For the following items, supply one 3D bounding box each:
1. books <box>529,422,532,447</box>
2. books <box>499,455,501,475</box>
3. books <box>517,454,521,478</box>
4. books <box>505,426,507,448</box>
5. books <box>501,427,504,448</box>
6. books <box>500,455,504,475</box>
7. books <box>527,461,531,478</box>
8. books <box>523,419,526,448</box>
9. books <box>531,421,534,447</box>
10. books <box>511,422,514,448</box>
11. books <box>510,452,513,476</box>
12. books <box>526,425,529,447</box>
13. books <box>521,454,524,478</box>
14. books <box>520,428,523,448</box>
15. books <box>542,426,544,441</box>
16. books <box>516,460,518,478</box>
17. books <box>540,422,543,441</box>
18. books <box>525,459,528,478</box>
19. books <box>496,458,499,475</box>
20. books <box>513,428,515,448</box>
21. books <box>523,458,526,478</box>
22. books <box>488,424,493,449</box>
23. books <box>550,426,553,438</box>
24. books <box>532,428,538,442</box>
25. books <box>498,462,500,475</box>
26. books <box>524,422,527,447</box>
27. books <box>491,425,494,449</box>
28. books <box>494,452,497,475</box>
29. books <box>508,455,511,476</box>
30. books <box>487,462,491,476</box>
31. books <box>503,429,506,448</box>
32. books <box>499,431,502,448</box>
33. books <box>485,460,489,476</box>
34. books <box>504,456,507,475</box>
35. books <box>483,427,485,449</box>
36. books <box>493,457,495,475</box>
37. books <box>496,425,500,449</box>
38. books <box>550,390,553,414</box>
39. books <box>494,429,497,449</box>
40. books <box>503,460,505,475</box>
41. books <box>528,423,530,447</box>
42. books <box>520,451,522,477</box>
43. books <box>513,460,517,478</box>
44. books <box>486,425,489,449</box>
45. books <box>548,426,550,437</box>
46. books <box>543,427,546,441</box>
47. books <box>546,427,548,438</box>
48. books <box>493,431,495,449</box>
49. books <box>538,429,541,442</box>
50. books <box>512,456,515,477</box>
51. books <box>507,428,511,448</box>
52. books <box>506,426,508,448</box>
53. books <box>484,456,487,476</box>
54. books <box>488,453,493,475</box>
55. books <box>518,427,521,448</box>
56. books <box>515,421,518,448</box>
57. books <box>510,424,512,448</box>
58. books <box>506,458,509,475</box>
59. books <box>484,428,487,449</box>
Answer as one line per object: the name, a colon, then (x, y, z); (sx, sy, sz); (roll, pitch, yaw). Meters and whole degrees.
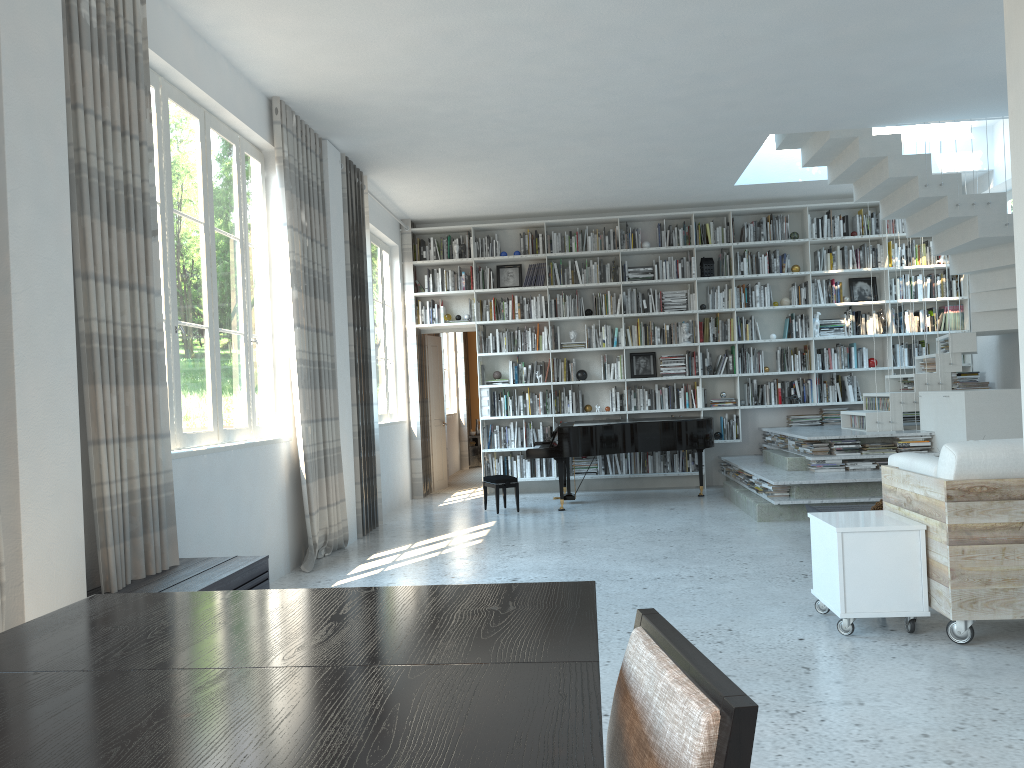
books: (0.222, 0.589, 10.350); (0.022, 0.290, 0.137); (-3, 0, 5)
books: (-0.131, 0.970, 10.363); (0.013, 0.261, 0.174); (-3, 0, 5)
books: (0.086, 0.958, 10.351); (0.031, 0.266, 0.186); (-3, 0, 5)
books: (-0.062, 0.619, 10.359); (0.013, 0.257, 0.189); (-3, 0, 5)
books: (-0.104, 0.625, 10.394); (0.022, 0.248, 0.133); (-3, 0, 5)
books: (-0.113, 0.967, 10.367); (0.023, 0.266, 0.177); (-3, 0, 5)
books: (0.206, 0.991, 10.333); (0.031, 0.188, 0.190); (-3, -1, 5)
books: (0.149, 0.575, 10.340); (0.014, 0.325, 0.170); (-3, 0, 5)
books: (0.239, 0.583, 10.344); (0.013, 0.301, 0.172); (-3, 0, 5)
books: (0.009, 0.594, 10.373); (0.027, 0.299, 0.142); (-3, 0, 5)
books: (-0.003, 0.944, 10.358); (0.013, 0.300, 0.183); (-3, 0, 5)
books: (0.185, 0.609, 10.363); (0.029, 0.254, 0.153); (-3, 0, 5)
books: (0.127, 0.956, 10.347); (0.025, 0.266, 0.159); (-3, 0, 5)
books: (0.119, 0.627, 10.363); (0.028, 0.225, 0.134); (-3, 0, 5)
books: (0.364, 0.608, 10.319); (0.011, 0.239, 0.174); (-3, 0, 5)
books: (0.067, 0.986, 10.378); (0.014, 0.211, 0.146); (-3, 0, 5)
books: (0.347, 0.585, 10.347); (0.025, 0.288, 0.130); (-3, 0, 5)
books: (0.176, 0.983, 10.342); (0.028, 0.206, 0.171); (-3, 0, 5)
books: (-0.168, 0.989, 10.378); (0.022, 0.226, 0.154); (-3, 0, 5)
books: (0.030, 0.627, 10.374); (0.012, 0.232, 0.148); (-3, 0, 5)
books: (0.151, 0.979, 10.345); (0.021, 0.218, 0.190); (-3, 0, 5)
books: (-0.255, 0.614, 10.376); (0.052, 0.283, 0.172); (-3, 0, 5)
books: (0.465, 0.608, 10.330); (0.030, 0.230, 0.151); (-3, 0, 5)
books: (0.277, 0.624, 10.343); (0.059, 0.216, 0.177); (-3, 0, 5)
books: (-0.145, 1.008, 10.383); (0.022, 0.186, 0.145); (-3, 0, 5)
books: (0.163, 0.589, 10.347); (0.012, 0.295, 0.176); (-3, 0, 5)
books: (-0.222, 0.618, 10.393); (0.010, 0.273, 0.150); (-3, 0, 5)
books: (-0.186, 0.944, 10.385); (0.011, 0.318, 0.157); (-3, 0, 5)
books: (-0.021, 0.967, 10.374); (0.027, 0.256, 0.160); (-3, 0, 5)
books: (-0.266, 1.011, 10.372); (0.029, 0.190, 0.176); (-3, 0, 5)
books: (-0.082, 0.636, 10.358); (0.028, 0.223, 0.189); (-3, 0, 5)
books: (-0.126, 0.650, 10.392); (0.025, 0.200, 0.137); (-3, 0, 5)
books: (-0.290, 1.000, 10.401); (0.023, 0.216, 0.158); (-3, 0, 5)
books: (-0.067, 0.972, 10.383); (0.022, 0.252, 0.139); (-3, 0, 5)
books: (-0.324, 0.632, 10.403); (0.012, 0.254, 0.161); (-3, 0, 5)
books: (-0.202, 0.981, 10.389); (0.024, 0.246, 0.143); (-3, 0, 5)
books: (-0.157, 0.618, 10.373); (0.029, 0.266, 0.171); (-3, 0, 5)
books: (0.468, 0.210, 10.341); (0.024, 0.280, 0.136); (-3, 0, 5)
books: (-0.182, 0.642, 10.369); (0.022, 0.220, 0.187); (-3, 0, 5)
books: (-0.088, 0.996, 10.381); (0.022, 0.205, 0.158); (-3, 0, 5)
books: (0.206, 0.593, 10.364); (0.013, 0.284, 0.139); (-3, 0, 5)
books: (0.109, 0.938, 10.367); (0.014, 0.304, 0.139); (-3, 0, 5)
books: (0.043, 0.992, 10.350); (0.030, 0.201, 0.168); (-3, 0, 5)
books: (-0.287, 0.619, 10.370); (0.011, 0.277, 0.189); (-3, 0, 5)
books: (0.438, 0.607, 10.341); (0.026, 0.236, 0.140); (-3, 0, 5)
books: (0.387, 0.614, 10.352); (0.030, 0.227, 0.140); (-3, 0, 5)
books: (0.411, 0.611, 10.307); (0.023, 0.228, 0.190); (-3, 0, 5)
books: (-0.203, 0.655, 10.393); (0.024, 0.198, 0.148); (-3, 0, 5)
books: (0.323, 0.628, 10.357); (0.030, 0.203, 0.142); (-3, 0, 5)
books: (0.018, 0.971, 10.377); (0.022, 0.246, 0.135); (-3, 0, 5)
books: (-0.030, 0.631, 10.365); (0.028, 0.229, 0.157); (-3, 0, 5)
books: (-0.051, 0.620, 10.353); (0.010, 0.252, 0.177); (-3, 0, 5)
books: (-0.308, 0.982, 10.402); (0.012, 0.254, 0.161); (-3, 0, 5)
books: (-0.237, 0.959, 10.385); (0.044, 0.293, 0.181); (-3, 0, 5)
books: (0.090, 0.621, 10.370); (0.031, 0.239, 0.132); (-3, 0, 5)
books: (0.052, 0.588, 10.352); (0.039, 0.307, 0.172); (-3, 0, 5)
books: (-0.009, 0.608, 10.382); (0.013, 0.273, 0.146); (-3, 0, 5)
books: (-0.045, 0.986, 10.371); (0.022, 0.221, 0.163); (-3, 0, 5)
books: (-0.304, 0.639, 10.388); (0.029, 0.239, 0.154); (-3, 0, 5)
